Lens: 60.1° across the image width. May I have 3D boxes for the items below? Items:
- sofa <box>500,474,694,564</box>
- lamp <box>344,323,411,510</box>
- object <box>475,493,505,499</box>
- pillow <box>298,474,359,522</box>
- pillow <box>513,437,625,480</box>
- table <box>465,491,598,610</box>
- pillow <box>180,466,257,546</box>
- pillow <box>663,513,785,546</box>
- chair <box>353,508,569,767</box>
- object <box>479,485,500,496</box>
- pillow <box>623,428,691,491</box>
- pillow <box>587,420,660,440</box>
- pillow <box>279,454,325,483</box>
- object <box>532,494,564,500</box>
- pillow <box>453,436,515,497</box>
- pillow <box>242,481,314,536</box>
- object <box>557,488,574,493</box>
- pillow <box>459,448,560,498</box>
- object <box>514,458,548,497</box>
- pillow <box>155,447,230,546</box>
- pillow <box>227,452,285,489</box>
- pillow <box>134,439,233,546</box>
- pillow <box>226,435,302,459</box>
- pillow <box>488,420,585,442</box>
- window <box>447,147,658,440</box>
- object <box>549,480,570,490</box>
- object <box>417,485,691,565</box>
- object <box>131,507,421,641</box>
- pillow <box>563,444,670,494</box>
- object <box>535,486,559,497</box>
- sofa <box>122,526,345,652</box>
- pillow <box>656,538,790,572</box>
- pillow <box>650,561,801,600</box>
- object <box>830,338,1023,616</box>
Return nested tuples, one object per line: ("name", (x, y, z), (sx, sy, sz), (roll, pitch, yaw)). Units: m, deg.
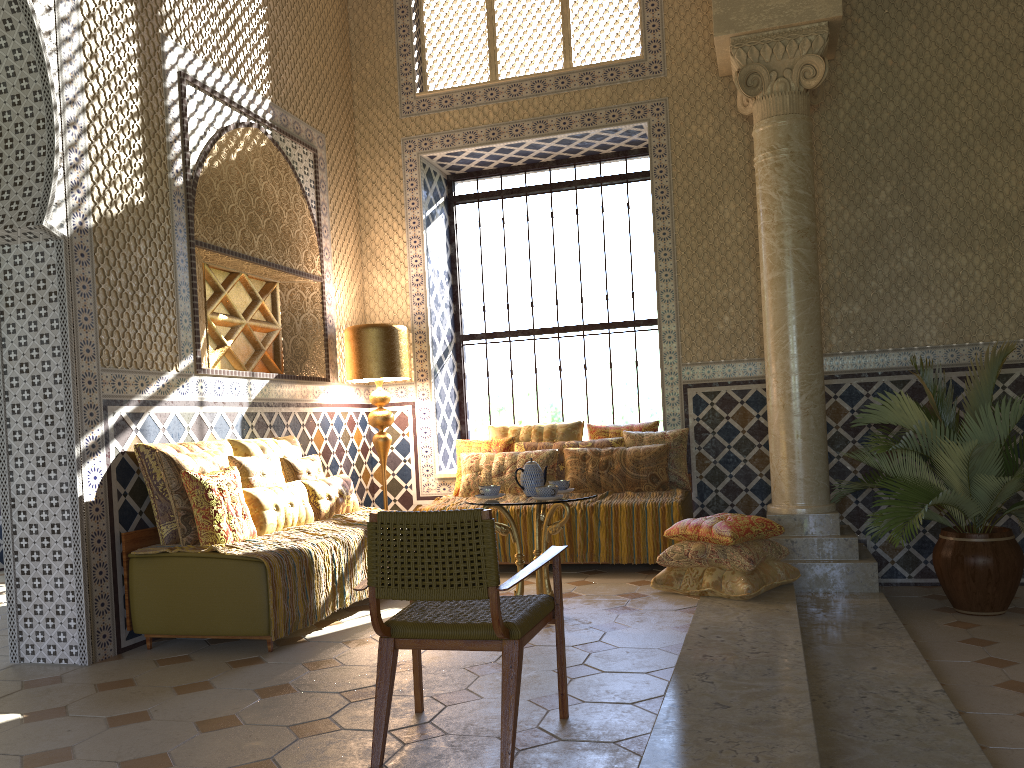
("sofa", (0.538, 1.563, 9.857), (2.852, 0.938, 1.273), (-4, -2, 16))
("lamp", (-1.508, 0.736, 10.324), (0.736, 2.815, 0.737), (-3, 0, -15))
("object", (-0.183, 0.944, 7.432), (0.255, 0.032, 0.256), (-3, -3, -5))
("pillow", (-1.781, 1.131, 8.658), (0.271, 0.450, 0.982), (-3, -2, 16))
("pillow", (0.632, 0.942, 10.069), (1.342, 0.615, 0.370), (-4, 0, 16))
("table", (0.185, 1.425, 7.336), (1.099, 0.981, 1.102), (-2, -2, -44))
("pillow", (-2.291, 0.985, 6.995), (0.345, 0.651, 0.684), (-3, -1, 16))
("pillow", (1.927, 1.339, 8.058), (0.747, 0.311, 0.805), (-1, -3, -40))
("chair", (-0.258, 1.204, 4.525), (0.951, 1.210, 0.906), (-3, -1, 16))
("object", (-0.185, 0.906, 7.431), (0.183, 0.100, 0.183), (-3, -2, -3))
("pillow", (1.594, 0.848, 9.810), (0.741, 0.693, 0.340), (-3, 0, 17))
("pillow", (1.275, 0.835, 10.190), (0.856, 0.801, 0.393), (-3, 0, 17))
("pillow", (-2.000, 1.017, 8.669), (0.313, 0.638, 0.681), (-3, -1, 17))
("object", (0.281, 0.899, 7.003), (0.256, 0.032, 0.256), (-4, -3, 12))
("pillow", (-0.331, 0.977, 10.370), (0.741, 0.693, 0.340), (-3, 0, 17))
("pillow", (-2.041, 1.104, 7.758), (0.271, 0.450, 0.982), (-3, -2, 16))
("object", (0.411, 0.921, 7.626), (0.255, 0.032, 0.256), (-3, -3, -5))
("pillow", (-0.046, 1.032, 10.040), (1.192, 0.547, 0.329), (-4, 0, 16))
("object", (0.165, 0.776, 7.367), (0.273, 0.324, 0.199), (-3, 0, 5))
("pillow", (-2.507, 0.911, 7.205), (0.384, 0.780, 0.834), (-3, -1, 17))
("pillow", (-2.225, 0.963, 7.898), (0.341, 0.693, 0.740), (-3, -1, 17))
("pillow", (-2.640, 0.889, 7.475), (0.422, 0.832, 1.192), (-3, -2, 16))
("pillow", (-2.307, 0.925, 8.624), (0.422, 0.832, 1.192), (-3, -2, 16))
("pillow", (0.263, 0.871, 10.422), (1.193, 0.833, 0.422), (-4, 0, 16))
("window", (-2.208, -0.721, 11.995), (8.489, 3.992, 0.573), (-4, 0, 12))
("object", (0.409, 0.883, 7.625), (0.183, 0.100, 0.183), (-3, -2, 5))
("object", (0.482, 1.555, 9.807), (2.888, 0.718, 1.314), (-4, -2, 16))
("object", (-1.903, 1.595, 7.910), (1.315, 0.718, 2.886), (-4, -3, 16))
("pillow", (1.129, 0.954, 9.699), (1.192, 0.547, 0.329), (-4, 0, 16))
("object", (0.280, 0.861, 7.002), (0.183, 0.100, 0.183), (-3, -2, 12))
("sofa", (-1.958, 1.608, 7.939), (1.274, 0.937, 2.849), (-3, -2, 16))
("pillow", (1.925, 1.548, 8.073), (0.933, 0.347, 0.879), (-5, -3, 36))
("pillow", (1.956, 1.749, 8.079), (0.993, 0.368, 1.041), (-5, -3, 41))
("object", (4.354, 0.853, 8.129), (2.642, 2.503, 2.165), (-3, -1, 3))
